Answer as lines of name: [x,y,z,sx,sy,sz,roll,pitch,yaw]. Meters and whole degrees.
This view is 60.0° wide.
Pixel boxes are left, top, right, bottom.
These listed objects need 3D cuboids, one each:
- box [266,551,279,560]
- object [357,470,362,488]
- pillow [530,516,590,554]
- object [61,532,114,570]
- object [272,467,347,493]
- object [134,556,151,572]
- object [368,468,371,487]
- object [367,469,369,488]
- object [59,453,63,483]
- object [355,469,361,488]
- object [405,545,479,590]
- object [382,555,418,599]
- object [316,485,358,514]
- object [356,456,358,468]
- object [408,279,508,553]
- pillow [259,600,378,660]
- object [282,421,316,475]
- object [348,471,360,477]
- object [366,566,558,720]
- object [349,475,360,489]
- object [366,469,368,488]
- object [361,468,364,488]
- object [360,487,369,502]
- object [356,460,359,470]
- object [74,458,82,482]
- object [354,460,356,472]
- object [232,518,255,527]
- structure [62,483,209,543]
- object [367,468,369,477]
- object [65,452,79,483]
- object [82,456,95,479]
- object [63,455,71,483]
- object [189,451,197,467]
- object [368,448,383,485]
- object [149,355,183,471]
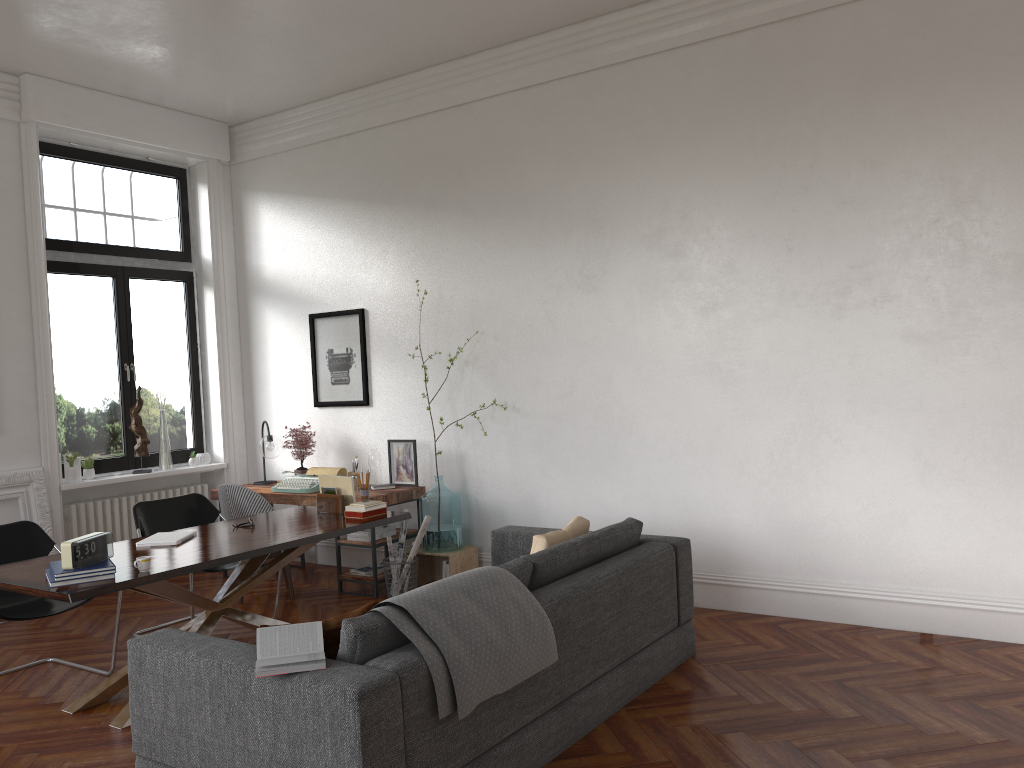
box: [-2.170,1.435,7.520,0.296,0.082,0.317,-2,1,34]
object: [-0.954,0.636,5.602,0.008,0.193,0.049,-1,2,38]
pillow: [0.222,0.940,4.592,0.225,0.460,0.485,-2,2,34]
object: [-1.969,0.772,4.120,0.082,0.126,0.275,-3,1,8]
object: [-1.666,0.769,7.161,0.535,0.149,0.484,-2,1,33]
object: [-1.740,0.849,4.171,0.082,0.065,0.064,-4,2,-35]
object: [-0.915,0.633,5.639,0.044,0.194,0.008,-4,2,-26]
object: [-0.913,0.632,5.614,0.008,0.195,0.036,-5,3,-44]
object: [-3.583,0.665,7.000,0.051,0.238,0.051,-3,2,-21]
object: [-0.966,0.637,5.625,0.049,0.193,0.008,-3,2,3]
object: [-0.529,1.407,6.729,0.435,0.317,0.341,-2,1,34]
object: [-0.809,1.431,6.485,0.261,0.305,0.260,-3,1,-1]
object: [-1.142,0.750,5.788,0.228,0.166,0.149,-2,2,34]
object: [-1.272,0.706,7.248,0.023,0.239,0.028,-2,2,31]
object: [-0.404,0.216,6.655,0.807,2.059,0.353,-2,2,15]
pillow: [-0.720,1.029,3.363,0.469,0.397,0.330,-3,1,-19]
object: [-1.806,0.584,7.562,0.290,0.529,0.308,-3,2,-11]
object: [-1.288,0.773,7.227,0.075,0.113,0.058,-2,2,34]
object: [-0.187,0.960,3.407,0.400,0.388,0.751,-2,1,34]
object: [-1.247,0.778,7.029,0.093,0.101,0.093,-2,2,26]
object: [-0.920,0.635,5.602,0.008,0.193,0.049,-4,2,-32]
object: [-0.950,0.633,5.648,0.008,0.195,0.032,-3,2,-12]
object: [-0.934,0.701,5.627,0.058,0.091,0.058,-2,2,21]
object: [-1.270,0.722,7.235,0.054,0.207,0.008,-2,2,17]
object: [-3.473,0.684,7.086,0.051,0.188,0.051,-3,2,-21]
object: [-1.287,0.724,7.251,0.008,0.207,0.054,-2,2,21]
object: [-1.616,0.839,5.378,0.133,0.047,0.114,-3,1,-3]
structure: [-3.212,1.329,7.651,0.225,0.779,1.452,-2,1,34]
object: [-0.923,0.633,5.647,0.038,0.195,0.008,-4,2,-30]
object: [-3.467,0.657,6.984,0.098,0.244,0.102,-2,2,12]
object: [-3.443,0.682,7.216,0.097,0.186,0.099,-4,2,-33]
object: [-3.529,0.674,7.044,0.051,0.213,0.051,-3,2,-21]
object: [-2.864,0.671,7.950,0.072,0.134,0.072,-4,2,-31]
object: [-1.095,0.670,7.104,0.111,0.302,0.111,-3,2,-19]
object: [-2.996,0.224,7.740,0.289,1.054,0.295,-1,2,37]
